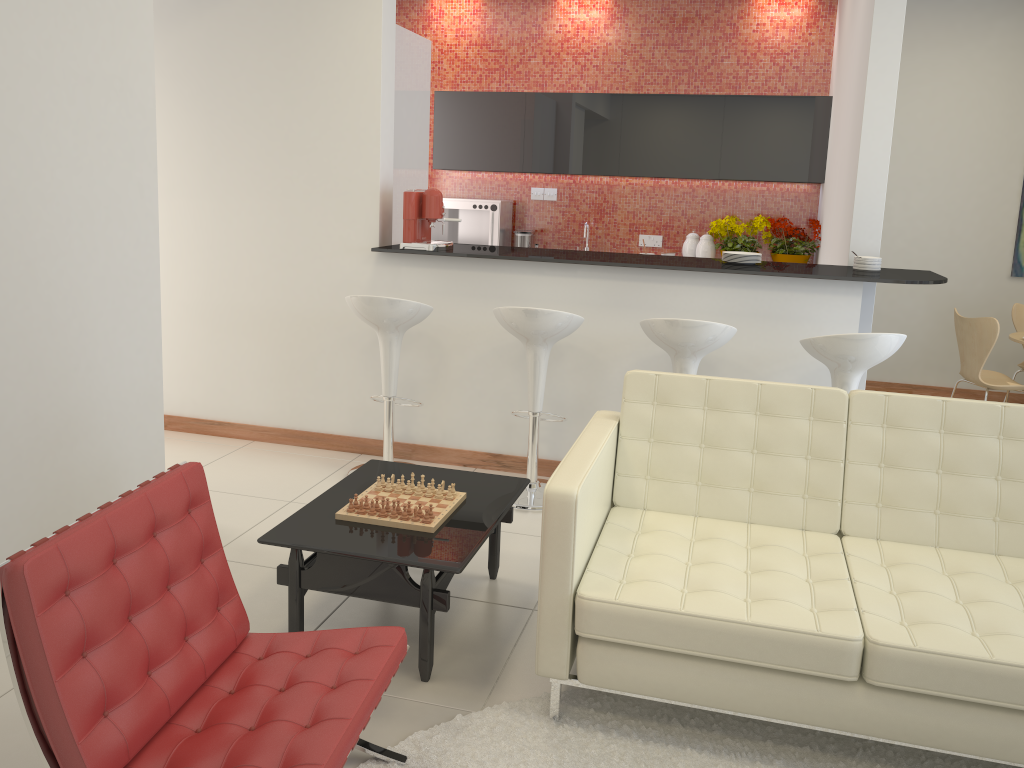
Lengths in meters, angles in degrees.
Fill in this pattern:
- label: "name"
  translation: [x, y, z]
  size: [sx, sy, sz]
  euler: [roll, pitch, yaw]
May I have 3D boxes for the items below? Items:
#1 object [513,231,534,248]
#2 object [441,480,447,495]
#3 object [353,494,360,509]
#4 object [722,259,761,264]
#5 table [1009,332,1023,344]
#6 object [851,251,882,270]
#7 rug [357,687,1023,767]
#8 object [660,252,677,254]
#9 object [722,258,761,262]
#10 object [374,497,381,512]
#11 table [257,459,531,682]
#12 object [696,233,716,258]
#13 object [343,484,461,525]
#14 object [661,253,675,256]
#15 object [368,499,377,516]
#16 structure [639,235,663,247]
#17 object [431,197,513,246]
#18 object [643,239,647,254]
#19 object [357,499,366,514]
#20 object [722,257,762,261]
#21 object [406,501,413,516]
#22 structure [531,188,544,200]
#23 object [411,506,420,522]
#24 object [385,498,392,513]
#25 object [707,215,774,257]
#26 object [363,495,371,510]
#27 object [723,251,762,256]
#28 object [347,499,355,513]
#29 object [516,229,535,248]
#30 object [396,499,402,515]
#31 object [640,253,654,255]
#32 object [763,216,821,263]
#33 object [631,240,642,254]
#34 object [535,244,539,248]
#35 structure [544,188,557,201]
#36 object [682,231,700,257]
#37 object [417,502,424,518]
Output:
- label: "object"
  translation: [0.095, -1.205, 7.603]
  size: [0.172, 0.213, 0.173]
  euler: [9, 13, 32]
- label: "object"
  translation: [-0.257, 0.383, 3.291]
  size: [0.030, 0.052, 0.030]
  euler: [4, 10, 7]
- label: "object"
  translation: [-0.550, 0.411, 3.121]
  size: [0.030, 0.049, 0.030]
  euler: [6, 11, 22]
- label: "object"
  translation: [1.252, -0.666, 4.833]
  size: [0.211, 0.015, 0.212]
  euler: [-5, 15, -31]
- label: "table"
  translation: [4.365, 0.153, 5.614]
  size: [2.265, 0.722, 1.292]
  euler: [6, 12, 15]
- label: "object"
  translation: [1.892, -0.667, 4.753]
  size: [0.173, 0.096, 0.141]
  euler: [4, 12, 7]
- label: "rug"
  translation: [1.025, 1.269, 1.674]
  size: [3.332, 0.004, 2.466]
  euler: [6, 13, 15]
- label: "object"
  translation: [1.312, -1.096, 7.410]
  size: [0.008, 0.009, 0.235]
  euler: [13, 16, 42]
- label: "object"
  translation: [1.252, -0.673, 4.832]
  size: [0.211, 0.015, 0.212]
  euler: [-5, 15, -31]
- label: "object"
  translation: [-0.473, 0.419, 3.101]
  size: [0.030, 0.049, 0.030]
  euler: [6, 11, 22]
- label: "table"
  translation: [-0.385, 0.646, 3.256]
  size: [0.701, 0.418, 0.925]
  euler: [5, 13, 14]
- label: "object"
  translation: [1.577, -1.088, 7.199]
  size: [0.159, 0.280, 0.161]
  euler: [-2, 11, -24]
- label: "object"
  translation: [-0.390, 0.427, 3.186]
  size: [0.347, 0.001, 0.353]
  euler: [5, 13, 14]
- label: "object"
  translation: [1.309, -1.056, 7.438]
  size: [0.121, 0.083, 0.122]
  euler: [-2, 12, -20]
- label: "object"
  translation: [-0.483, 0.424, 3.062]
  size: [0.030, 0.054, 0.030]
  euler: [6, 11, 22]
- label: "structure"
  translation: [1.196, -1.234, 7.637]
  size: [0.198, 0.098, 0.017]
  euler: [5, 10, 14]
- label: "object"
  translation: [-0.403, -1.386, 7.760]
  size: [0.723, 0.466, 0.439]
  euler: [5, 11, 14]
- label: "object"
  translation: [1.113, -1.104, 7.368]
  size: [0.009, 0.193, 0.141]
  euler: [0, 11, -16]
- label: "object"
  translation: [-0.522, 0.422, 3.072]
  size: [0.030, 0.052, 0.030]
  euler: [6, 11, 22]
- label: "object"
  translation: [1.252, -0.680, 4.831]
  size: [0.211, 0.015, 0.212]
  euler: [-5, 15, -31]
- label: "object"
  translation: [-0.357, 0.430, 3.071]
  size: [0.030, 0.049, 0.030]
  euler: [6, 11, 22]
- label: "structure"
  translation: [0.225, -1.682, 7.831]
  size: [0.114, 0.103, 0.013]
  euler: [5, 10, 14]
- label: "object"
  translation: [-0.329, 0.441, 3.023]
  size: [0.030, 0.052, 0.030]
  euler: [6, 11, 22]
- label: "object"
  translation: [-0.434, 0.423, 3.091]
  size: [0.030, 0.049, 0.030]
  euler: [6, 11, 22]
- label: "object"
  translation: [1.828, -1.149, 7.120]
  size: [0.523, 0.444, 0.507]
  euler: [6, 12, 16]
- label: "object"
  translation: [-0.512, 0.415, 3.111]
  size: [0.030, 0.049, 0.030]
  euler: [6, 11, 22]
- label: "object"
  translation: [1.253, -0.707, 4.826]
  size: [0.211, 0.015, 0.212]
  euler: [-5, 15, -31]
- label: "object"
  translation: [-0.561, 0.422, 3.083]
  size: [0.030, 0.043, 0.030]
  euler: [6, 11, 21]
- label: "object"
  translation: [0.116, -1.256, 7.835]
  size: [0.172, 0.213, 0.173]
  euler: [9, 13, 32]
- label: "object"
  translation: [-0.396, 0.426, 3.081]
  size: [0.030, 0.049, 0.030]
  euler: [6, 11, 22]
- label: "object"
  translation: [1.116, -1.037, 7.320]
  size: [0.121, 0.083, 0.121]
  euler: [10, 14, 34]
- label: "object"
  translation: [2.236, -1.110, 7.020]
  size: [0.503, 0.444, 0.528]
  euler: [1, 11, -6]
- label: "object"
  translation: [1.058, -1.098, 7.335]
  size: [0.165, 0.176, 0.011]
  euler: [8, 11, 28]
- label: "object"
  translation: [0.214, -1.179, 7.740]
  size: [0.037, 0.091, 0.037]
  euler: [5, 10, 14]
- label: "structure"
  translation: [0.340, -1.671, 7.804]
  size: [0.114, 0.103, 0.009]
  euler: [5, 10, 14]
- label: "object"
  translation: [1.500, -1.130, 7.370]
  size: [0.159, 0.280, 0.161]
  euler: [-2, 11, -24]
- label: "object"
  translation: [-0.318, 0.434, 3.062]
  size: [0.030, 0.049, 0.030]
  euler: [6, 11, 22]
